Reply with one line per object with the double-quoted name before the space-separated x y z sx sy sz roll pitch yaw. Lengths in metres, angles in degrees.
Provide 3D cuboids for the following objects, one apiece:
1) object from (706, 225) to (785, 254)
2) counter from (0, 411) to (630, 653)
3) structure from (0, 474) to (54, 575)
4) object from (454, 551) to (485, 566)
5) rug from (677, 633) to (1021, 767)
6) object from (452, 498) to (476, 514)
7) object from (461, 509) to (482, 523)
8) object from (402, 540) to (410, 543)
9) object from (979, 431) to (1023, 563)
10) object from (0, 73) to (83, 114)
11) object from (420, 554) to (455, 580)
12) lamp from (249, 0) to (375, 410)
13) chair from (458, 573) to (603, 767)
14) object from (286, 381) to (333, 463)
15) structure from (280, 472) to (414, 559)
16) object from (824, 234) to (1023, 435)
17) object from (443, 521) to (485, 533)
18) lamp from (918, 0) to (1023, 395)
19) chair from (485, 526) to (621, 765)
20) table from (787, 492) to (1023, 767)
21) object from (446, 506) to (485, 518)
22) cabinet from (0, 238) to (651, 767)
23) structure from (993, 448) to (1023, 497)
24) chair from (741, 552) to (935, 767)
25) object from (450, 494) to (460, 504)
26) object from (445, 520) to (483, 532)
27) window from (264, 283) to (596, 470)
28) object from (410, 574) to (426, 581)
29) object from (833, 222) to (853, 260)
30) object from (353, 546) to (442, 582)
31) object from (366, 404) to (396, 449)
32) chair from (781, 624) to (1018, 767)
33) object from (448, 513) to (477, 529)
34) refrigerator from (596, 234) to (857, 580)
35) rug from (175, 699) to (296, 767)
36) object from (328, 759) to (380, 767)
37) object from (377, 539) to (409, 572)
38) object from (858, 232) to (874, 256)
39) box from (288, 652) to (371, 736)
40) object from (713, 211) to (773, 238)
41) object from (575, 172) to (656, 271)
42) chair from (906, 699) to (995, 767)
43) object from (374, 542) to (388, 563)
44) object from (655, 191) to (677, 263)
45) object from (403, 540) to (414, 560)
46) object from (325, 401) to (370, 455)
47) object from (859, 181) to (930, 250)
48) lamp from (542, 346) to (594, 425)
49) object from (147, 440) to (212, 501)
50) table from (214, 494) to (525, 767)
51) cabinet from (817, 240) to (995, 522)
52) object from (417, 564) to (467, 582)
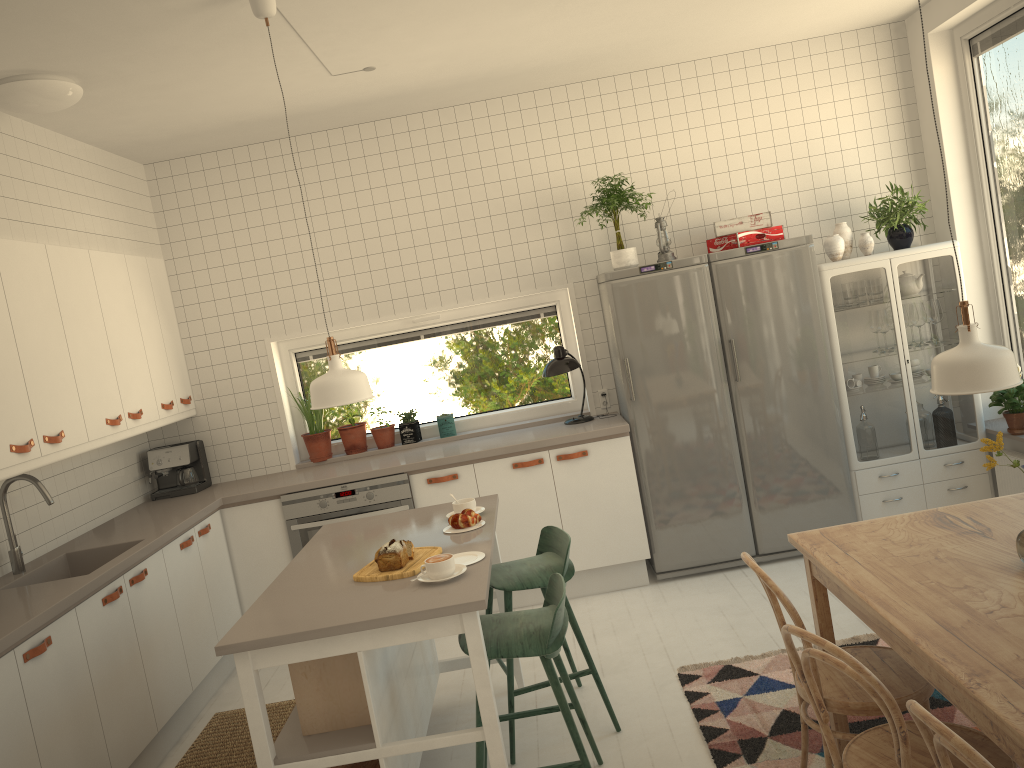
"object" 1.321 -0.817 5.029 0.309 0.082 0.312 -12 5 -19
"counter" -0.773 0.714 3.019 2.856 0.163 4.847 -10 5 1
"structure" -2.055 0.588 3.775 0.236 0.421 0.063 -10 5 9
"object" -0.172 0.591 2.973 0.167 0.005 0.167 -11 5 -3
"rug" 1.547 1.200 2.338 1.748 0.035 3.027 -10 5 1
"object" -0.192 0.505 3.611 0.094 0.060 0.098 -11 5 -2
"object" -0.160 0.517 3.454 0.060 0.059 0.074 -13 5 -29
"object" -0.385 0.576 3.086 0.083 0.055 0.073 -10 5 8
"object" 1.351 0.283 2.285 0.145 0.388 0.206 -14 6 -36
"object" -1.930 -1.163 3.605 0.351 0.101 0.352 -6 7 43
"object" -0.228 0.580 2.807 0.099 0.064 0.094 -14 6 -40
"lamp" -0.735 -0.662 3.095 0.229 1.490 0.230 -10 4 2
"chair" 0.041 1.055 2.924 0.446 0.751 0.485 -10 5 1
"object" -1.213 0.223 5.482 0.300 0.498 0.333 -12 5 -15
"structure" -0.855 0.871 5.200 0.705 0.710 0.704 -10 5 1
"object" 2.250 -0.280 4.741 0.942 1.207 0.261 -9 5 17
"object" -0.185 0.553 3.433 0.167 0.005 0.167 -11 5 -3
"lamp" 1.132 -0.773 2.377 0.230 1.595 0.229 -15 6 -43
"chair" 0.082 0.994 3.538 0.446 0.751 0.485 -12 5 -14
"table" 1.418 0.868 2.088 0.894 0.748 1.799 -10 5 1
"object" -0.187 0.531 3.611 0.160 0.020 0.160 -11 5 -2
"cabinet" -0.846 0.325 2.988 2.853 2.158 4.847 -10 5 1
"structure" 2.716 0.534 4.378 0.113 0.276 1.017 -10 5 1
"chair" 0.988 0.860 2.630 0.483 0.810 0.386 -10 5 4
"object" -0.213 0.491 3.623 0.102 0.086 0.028 -6 6 42
"object" -0.186 0.551 3.437 0.122 0.005 0.120 -9 5 20
"window" -0.493 -0.052 5.524 1.898 0.815 0.294 -10 5 1
"object" -0.280 0.608 2.824 0.027 0.011 0.132 -6 6 40
"object" 1.858 -0.801 4.972 0.102 0.206 0.102 -12 5 -15
"object" -0.389 0.617 3.048 0.237 0.019 0.307 -9 5 18
"object" -0.789 0.259 5.472 0.194 0.277 0.176 -13 5 -32
"chair" 0.951 0.911 2.123 0.484 0.810 0.385 -12 5 -16
"object" -0.203 0.527 3.422 0.131 0.060 0.070 -6 6 39
"refrigerator" 1.225 0.142 5.115 1.146 1.777 0.559 -10 5 1
"rug" -1.073 1.612 3.279 0.750 0.004 2.001 -10 5 1
"object" -0.531 1.290 2.883 0.280 0.030 0.431 -10 5 10
"object" -0.403 0.573 2.977 0.086 0.087 0.090 -10 5 9
"object" 1.962 -0.774 4.910 0.082 0.126 0.082 -13 5 -26
"box" -0.551 0.938 2.915 0.237 0.242 0.357 -10 5 2
"object" 1.304 -0.898 5.026 0.312 0.082 0.308 -9 5 14
"object" 0.597 -0.912 4.942 0.474 0.544 0.468 -9 5 15
"chair" 1.037 0.939 1.619 0.483 0.810 0.386 -11 5 -1
"object" -0.437 0.582 3.062 0.079 0.067 0.074 -10 5 4
"object" 0.856 -0.877 4.947 0.163 0.383 0.154 -8 5 24
"object" -0.378 0.576 3.058 0.083 0.057 0.072 -10 5 8
"object" -0.997 0.245 5.496 0.258 0.369 0.234 -9 5 13
"object" 2.165 -0.950 5.012 0.371 0.385 0.373 -9 5 20
"lamp" 0.311 0.004 5.212 0.239 0.465 0.263 -8 5 30
"object" -2.009 0.516 5.262 0.316 0.292 0.280 -10 5 2
"table" -0.382 1.046 3.284 0.794 0.864 1.425 -10 5 1
"cabinet" 2.205 0.041 5.105 0.789 1.592 0.453 -10 5 1
"object" -0.221 0.607 2.811 0.160 0.020 0.160 -14 6 -33
